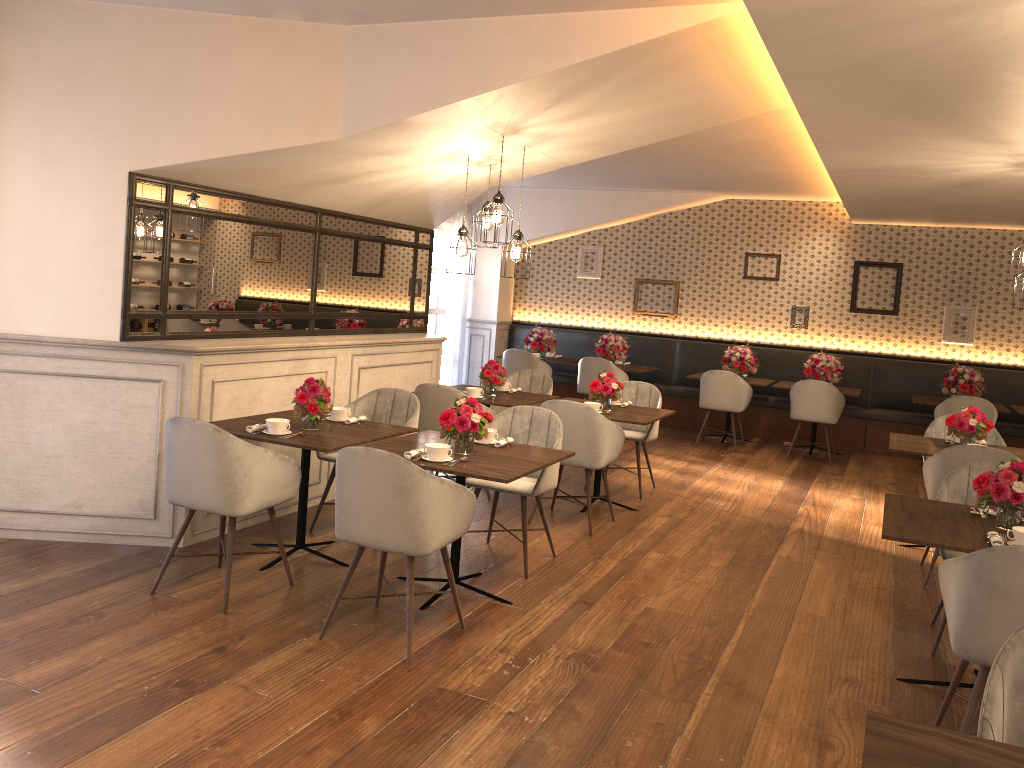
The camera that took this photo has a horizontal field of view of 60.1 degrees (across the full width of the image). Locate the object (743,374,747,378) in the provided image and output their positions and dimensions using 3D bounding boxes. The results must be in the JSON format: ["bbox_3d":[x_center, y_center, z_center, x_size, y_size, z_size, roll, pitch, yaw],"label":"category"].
[{"bbox_3d":[2.773,-0.094,10.566,0.056,0.039,0.176,6,6,23],"label":"object"}]

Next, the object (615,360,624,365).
[{"bbox_3d":[1.346,-0.284,11.188,0.148,0.072,0.149,2,6,-19],"label":"object"}]

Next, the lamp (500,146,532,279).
[{"bbox_3d":[0.096,-1.700,5.566,0.175,2.065,0.175,6,3,25],"label":"lamp"}]

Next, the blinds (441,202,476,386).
[{"bbox_3d":[-0.733,-1.118,11.865,0.134,2.691,0.619,6,3,24],"label":"blinds"}]

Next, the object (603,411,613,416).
[{"bbox_3d":[0.678,0.211,6.325,0.043,0.015,0.197,7,7,27],"label":"object"}]

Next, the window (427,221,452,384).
[{"bbox_3d":[-3.166,-0.439,5.324,0.495,2.381,14.554,5,6,19],"label":"window"}]

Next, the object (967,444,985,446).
[{"bbox_3d":[2.962,0.427,5.636,0.148,0.072,0.149,4,5,1],"label":"object"}]

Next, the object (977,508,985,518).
[{"bbox_3d":[2.095,0.576,3.946,0.022,0.004,0.211,7,7,23],"label":"object"}]

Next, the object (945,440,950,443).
[{"bbox_3d":[3.061,0.400,6.236,0.043,0.015,0.198,6,6,19],"label":"object"}]

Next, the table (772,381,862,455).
[{"bbox_3d":[3.413,0.399,9.966,0.898,0.719,0.898,6,5,23],"label":"table"}]

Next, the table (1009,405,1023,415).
[{"bbox_3d":[5.582,0.663,9.019,0.898,0.719,0.898,6,5,23],"label":"table"}]

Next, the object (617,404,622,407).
[{"bbox_3d":[0.854,0.161,6.880,0.025,0.024,0.193,6,6,23],"label":"object"}]

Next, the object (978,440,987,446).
[{"bbox_3d":[3.277,0.412,6.163,0.056,0.039,0.176,6,6,23],"label":"object"}]

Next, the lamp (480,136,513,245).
[{"bbox_3d":[-0.022,-1.871,5.256,0.175,2.065,0.175,6,3,25],"label":"lamp"}]

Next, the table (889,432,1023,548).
[{"bbox_3d":[2.990,0.794,5.952,0.898,0.719,0.898,6,5,23],"label":"table"}]

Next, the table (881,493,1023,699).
[{"bbox_3d":[1.996,0.961,3.682,0.898,0.719,0.898,6,5,23],"label":"table"}]

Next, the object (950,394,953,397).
[{"bbox_3d":[4.860,0.143,9.653,0.148,0.072,0.149,2,6,-19],"label":"object"}]

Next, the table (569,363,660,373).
[{"bbox_3d":[1.245,0.136,10.913,0.898,0.719,0.898,6,5,23],"label":"table"}]

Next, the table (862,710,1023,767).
[{"bbox_3d":[0.961,1.134,1.321,0.898,0.719,0.898,6,5,23],"label":"table"}]

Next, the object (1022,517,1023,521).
[{"bbox_3d":[2.246,0.582,3.898,0.025,0.024,0.193,6,6,23],"label":"object"}]

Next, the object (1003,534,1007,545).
[{"bbox_3d":[1.897,0.608,3.407,0.025,0.024,0.193,6,6,23],"label":"object"}]

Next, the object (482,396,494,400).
[{"bbox_3d":[-0.185,0.107,6.701,0.043,0.015,0.197,7,7,27],"label":"object"}]

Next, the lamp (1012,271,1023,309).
[{"bbox_3d":[3.410,-1.513,5.674,0.175,2.065,0.175,6,3,25],"label":"lamp"}]

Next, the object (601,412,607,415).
[{"bbox_3d":[0.655,0.214,6.342,0.022,0.004,0.211,7,7,23],"label":"object"}]

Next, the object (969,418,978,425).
[{"bbox_3d":[3.047,0.253,5.878,0.045,0.052,0.077,3,5,-15],"label":"object"}]

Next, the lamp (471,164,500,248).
[{"bbox_3d":[-0.106,-1.942,5.872,0.175,2.065,0.175,6,3,25],"label":"lamp"}]

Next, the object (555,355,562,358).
[{"bbox_3d":[0.603,-0.358,11.513,0.056,0.039,0.176,6,6,23],"label":"object"}]

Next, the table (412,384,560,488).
[{"bbox_3d":[-0.219,0.440,7.025,0.898,0.719,0.898,6,5,23],"label":"table"}]

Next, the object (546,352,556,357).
[{"bbox_3d":[0.500,-0.387,11.557,0.148,0.072,0.149,2,6,-19],"label":"object"}]

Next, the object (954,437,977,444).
[{"bbox_3d":[3.174,0.382,6.208,0.148,0.072,0.149,4,5,1],"label":"object"}]

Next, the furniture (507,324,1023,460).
[{"bbox_3d":[3.084,0.105,10.802,7.103,1.078,0.542,7,4,23],"label":"furniture"}]

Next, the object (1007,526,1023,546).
[{"bbox_3d":[1.968,0.594,3.365,0.148,0.072,0.149,4,5,1],"label":"object"}]

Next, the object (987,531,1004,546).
[{"bbox_3d":[1.862,0.598,3.411,0.056,0.039,0.176,6,6,23],"label":"object"}]

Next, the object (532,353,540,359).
[{"bbox_3d":[0.288,-0.342,10.986,0.148,0.072,0.149,2,6,-19],"label":"object"}]

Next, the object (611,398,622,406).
[{"bbox_3d":[0.787,0.127,6.919,0.148,0.072,0.149,3,5,-9],"label":"object"}]

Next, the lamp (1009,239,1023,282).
[{"bbox_3d":[3.557,-1.727,5.965,0.175,2.065,0.175,6,3,25],"label":"lamp"}]

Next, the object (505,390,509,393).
[{"bbox_3d":[-0.009,0.056,7.257,0.025,0.024,0.193,6,6,23],"label":"object"}]

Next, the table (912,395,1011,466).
[{"bbox_3d":[4.706,0.556,9.401,0.898,0.719,0.898,6,5,23],"label":"table"}]

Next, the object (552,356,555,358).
[{"bbox_3d":[0.567,-0.354,11.518,0.025,0.024,0.193,6,6,23],"label":"object"}]

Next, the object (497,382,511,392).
[{"bbox_3d":[-0.076,0.023,7.296,0.148,0.072,0.149,3,5,-9],"label":"object"}]

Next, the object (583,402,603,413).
[{"bbox_3d":[0.576,0.172,6.347,0.148,0.072,0.149,3,5,-9],"label":"object"}]

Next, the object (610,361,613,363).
[{"bbox_3d":[1.135,-0.239,10.616,0.148,0.072,0.149,2,6,-19],"label":"object"}]

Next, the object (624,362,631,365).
[{"bbox_3d":[1.449,-0.255,11.143,0.056,0.039,0.176,6,6,23],"label":"object"}]

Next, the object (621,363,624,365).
[{"bbox_3d":[1.413,-0.251,11.149,0.025,0.024,0.193,6,6,23],"label":"object"}]

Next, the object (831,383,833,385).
[{"bbox_3d":[3.659,0.014,10.179,0.056,0.039,0.176,6,6,23],"label":"object"}]

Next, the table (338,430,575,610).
[{"bbox_3d":[-0.276,0.702,4.513,0.898,0.719,0.898,6,5,23],"label":"table"}]

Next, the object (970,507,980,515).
[{"bbox_3d":[2.066,0.566,3.966,0.043,0.015,0.198,6,6,19],"label":"object"}]

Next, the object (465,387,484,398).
[{"bbox_3d":[-0.287,0.068,6.724,0.148,0.072,0.149,3,5,-9],"label":"object"}]

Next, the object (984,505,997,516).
[{"bbox_3d":[2.179,0.549,3.937,0.148,0.072,0.149,4,5,1],"label":"object"}]

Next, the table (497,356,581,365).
[{"bbox_3d":[0.369,0.030,11.295,0.898,0.719,0.898,6,5,23],"label":"table"}]

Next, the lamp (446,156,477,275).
[{"bbox_3d":[-0.252,-1.728,5.580,0.175,2.065,0.175,6,3,25],"label":"lamp"}]

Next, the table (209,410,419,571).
[{"bbox_3d":[-1.152,0.596,4.896,0.898,0.719,0.898,6,5,23],"label":"table"}]

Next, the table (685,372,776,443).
[{"bbox_3d":[2.537,0.293,10.348,0.898,0.719,0.898,6,5,23],"label":"table"}]

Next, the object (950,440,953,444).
[{"bbox_3d":[3.089,0.410,6.216,0.022,0.004,0.211,7,7,23],"label":"object"}]

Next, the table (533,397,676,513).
[{"bbox_3d":[0.657,0.546,6.642,0.898,0.719,0.898,6,5,23],"label":"table"}]
